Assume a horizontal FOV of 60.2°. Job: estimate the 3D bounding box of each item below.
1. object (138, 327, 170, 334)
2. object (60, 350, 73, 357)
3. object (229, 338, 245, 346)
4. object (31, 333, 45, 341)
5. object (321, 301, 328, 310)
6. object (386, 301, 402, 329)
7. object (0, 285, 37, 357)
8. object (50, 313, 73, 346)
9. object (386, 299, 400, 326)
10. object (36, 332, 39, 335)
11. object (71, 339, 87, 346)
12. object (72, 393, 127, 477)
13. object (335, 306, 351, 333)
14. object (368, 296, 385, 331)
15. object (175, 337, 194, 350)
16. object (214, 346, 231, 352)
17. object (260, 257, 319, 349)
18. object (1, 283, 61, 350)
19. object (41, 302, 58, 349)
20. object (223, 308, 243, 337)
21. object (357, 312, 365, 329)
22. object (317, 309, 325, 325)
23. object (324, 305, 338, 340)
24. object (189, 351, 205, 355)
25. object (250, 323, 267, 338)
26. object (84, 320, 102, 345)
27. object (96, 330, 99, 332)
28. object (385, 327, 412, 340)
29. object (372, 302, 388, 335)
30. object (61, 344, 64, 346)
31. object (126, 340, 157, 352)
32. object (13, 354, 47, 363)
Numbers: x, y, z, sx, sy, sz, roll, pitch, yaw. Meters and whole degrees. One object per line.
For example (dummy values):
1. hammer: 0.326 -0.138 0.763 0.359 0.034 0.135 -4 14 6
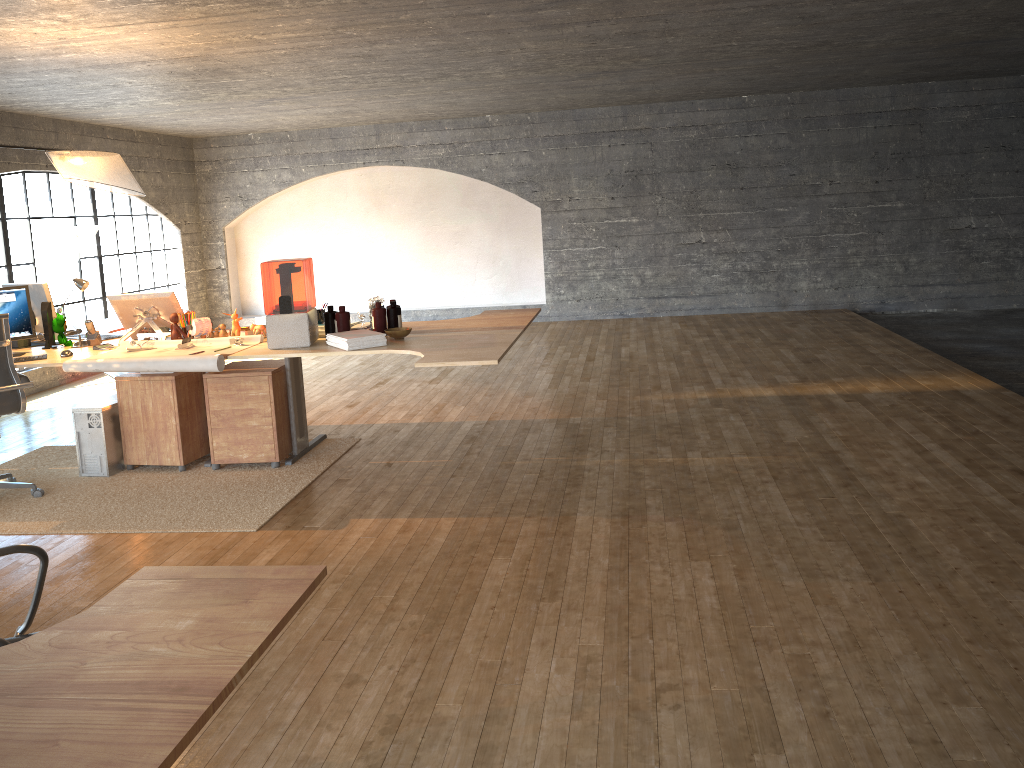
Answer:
1. object: -2.456 -0.268 6.050 0.302 0.239 0.369 -11 12 -40
2. object: -2.460 -0.170 4.872 0.059 0.033 0.102 -7 11 -17
3. object: -1.523 -0.236 4.889 0.022 0.042 0.135 -10 12 -44
4. object: -3.043 -0.312 5.707 0.154 0.056 0.137 1 11 24
5. object: -1.097 -0.433 5.066 0.152 0.101 0.077 4 11 37
6. object: -0.654 -0.368 4.909 0.079 0.185 0.080 -2 7 16
7. object: -2.966 -0.341 4.986 0.474 0.386 0.287 -12 11 -41
8. object: -2.702 -0.331 5.279 0.116 0.218 0.248 -8 10 -32
9. object: -0.670 -0.386 5.007 0.079 0.185 0.080 -2 7 16
10. object: -3.096 -0.356 5.836 0.108 0.099 0.084 -1 9 19
11. object: -2.618 -0.253 5.355 0.132 0.025 0.134 -2 11 8
12. object: -2.366 0.291 5.293 0.200 0.406 0.487 -2 9 13
13. object: -0.921 -0.333 4.817 0.079 0.185 0.080 0 7 25
14. object: -0.763 -0.388 4.996 0.094 0.212 0.099 -3 7 6
15. object: -1.826 -0.229 4.913 0.049 0.055 0.132 -2 10 8
16. object: -1.554 -0.188 4.746 0.008 0.007 0.149 -1 12 17
17. object: -1.190 -0.440 4.748 0.222 0.453 0.273 -4 7 -2
18. object: -2.948 -0.428 5.420 0.470 0.386 0.289 2 10 33
19. object: -2.765 -0.349 5.249 0.085 0.275 0.085 -8 8 -35
20. object: -1.601 -0.344 5.089 0.084 0.187 0.095 1 8 32
21. object: -0.864 -0.352 5.073 0.037 0.119 0.075 -6 8 -17
22. object: -1.106 -0.384 5.053 0.077 0.081 0.078 -5 9 -13
23. object: -0.997 -0.341 4.881 0.079 0.185 0.080 -2 7 16
24. object: -1.657 -0.162 4.645 0.012 0.009 0.127 0 12 21
25. object: -1.470 -0.314 5.172 0.144 0.080 0.183 4 13 37
26. object: -2.510 -0.310 5.274 0.082 0.157 0.085 -4 7 -3
27. object: -2.520 -0.286 5.362 0.035 0.078 0.098 -8 10 -34
28. object: -0.606 -0.266 4.724 0.147 0.054 0.148 -6 11 -15
29. object: -0.737 -0.362 4.910 0.079 0.185 0.080 0 7 25
30. object: -2.700 -0.242 5.365 0.011 0.011 0.161 -3 11 5
31. object: -2.068 -0.220 4.925 0.160 0.063 0.054 -8 9 -25
32. object: -2.787 -0.117 4.767 0.493 0.011 0.188 -9 13 -27
